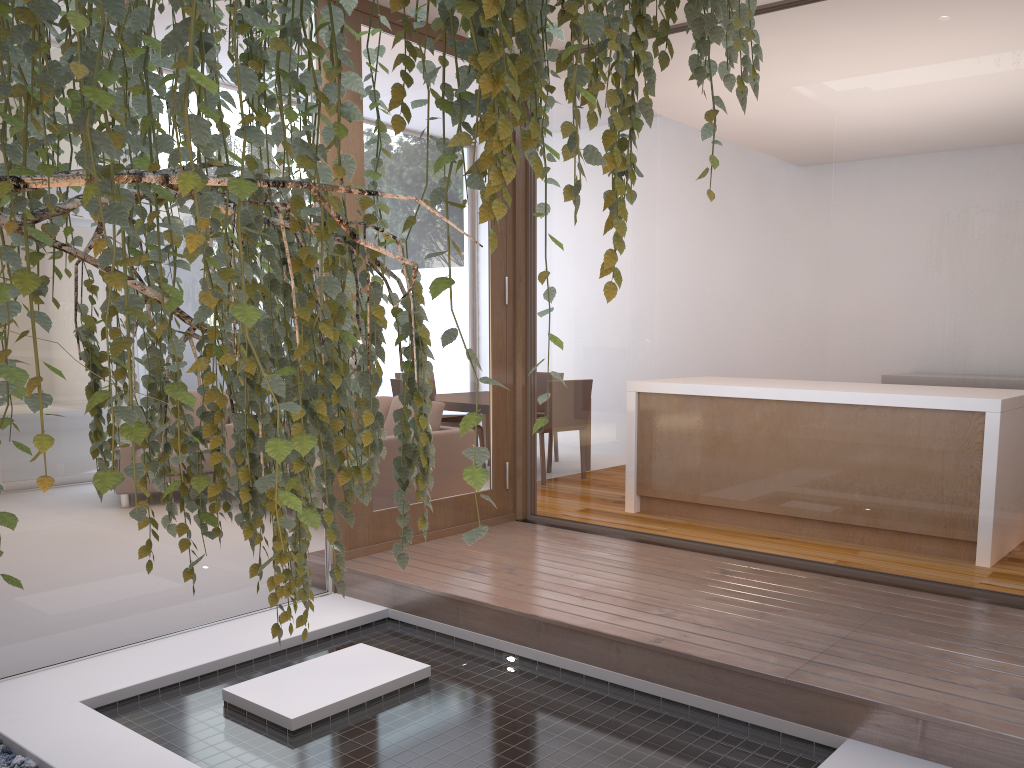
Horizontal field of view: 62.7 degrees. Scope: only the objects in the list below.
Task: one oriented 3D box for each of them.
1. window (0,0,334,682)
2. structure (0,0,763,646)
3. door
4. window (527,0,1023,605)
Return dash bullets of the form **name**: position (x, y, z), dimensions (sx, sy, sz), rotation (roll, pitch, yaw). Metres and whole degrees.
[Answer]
- **window**: position (-1.886, -0.605, 2.415), dimensions (0.044, 3.281, 3.214), rotation (5, 7, 42)
- **structure**: position (-0.702, -0.829, 0.722), dimensions (2.115, 4.024, 1.992), rotation (4, 8, 35)
- **door**: position (-0.369, -0.444, 4.067), dimensions (0.097, 2.384, 1.066), rotation (5, 9, 42)
- **window**: position (1.732, -0.386, 3.382), dimensions (4.058, 2.489, 0.070), rotation (3, 8, 36)
